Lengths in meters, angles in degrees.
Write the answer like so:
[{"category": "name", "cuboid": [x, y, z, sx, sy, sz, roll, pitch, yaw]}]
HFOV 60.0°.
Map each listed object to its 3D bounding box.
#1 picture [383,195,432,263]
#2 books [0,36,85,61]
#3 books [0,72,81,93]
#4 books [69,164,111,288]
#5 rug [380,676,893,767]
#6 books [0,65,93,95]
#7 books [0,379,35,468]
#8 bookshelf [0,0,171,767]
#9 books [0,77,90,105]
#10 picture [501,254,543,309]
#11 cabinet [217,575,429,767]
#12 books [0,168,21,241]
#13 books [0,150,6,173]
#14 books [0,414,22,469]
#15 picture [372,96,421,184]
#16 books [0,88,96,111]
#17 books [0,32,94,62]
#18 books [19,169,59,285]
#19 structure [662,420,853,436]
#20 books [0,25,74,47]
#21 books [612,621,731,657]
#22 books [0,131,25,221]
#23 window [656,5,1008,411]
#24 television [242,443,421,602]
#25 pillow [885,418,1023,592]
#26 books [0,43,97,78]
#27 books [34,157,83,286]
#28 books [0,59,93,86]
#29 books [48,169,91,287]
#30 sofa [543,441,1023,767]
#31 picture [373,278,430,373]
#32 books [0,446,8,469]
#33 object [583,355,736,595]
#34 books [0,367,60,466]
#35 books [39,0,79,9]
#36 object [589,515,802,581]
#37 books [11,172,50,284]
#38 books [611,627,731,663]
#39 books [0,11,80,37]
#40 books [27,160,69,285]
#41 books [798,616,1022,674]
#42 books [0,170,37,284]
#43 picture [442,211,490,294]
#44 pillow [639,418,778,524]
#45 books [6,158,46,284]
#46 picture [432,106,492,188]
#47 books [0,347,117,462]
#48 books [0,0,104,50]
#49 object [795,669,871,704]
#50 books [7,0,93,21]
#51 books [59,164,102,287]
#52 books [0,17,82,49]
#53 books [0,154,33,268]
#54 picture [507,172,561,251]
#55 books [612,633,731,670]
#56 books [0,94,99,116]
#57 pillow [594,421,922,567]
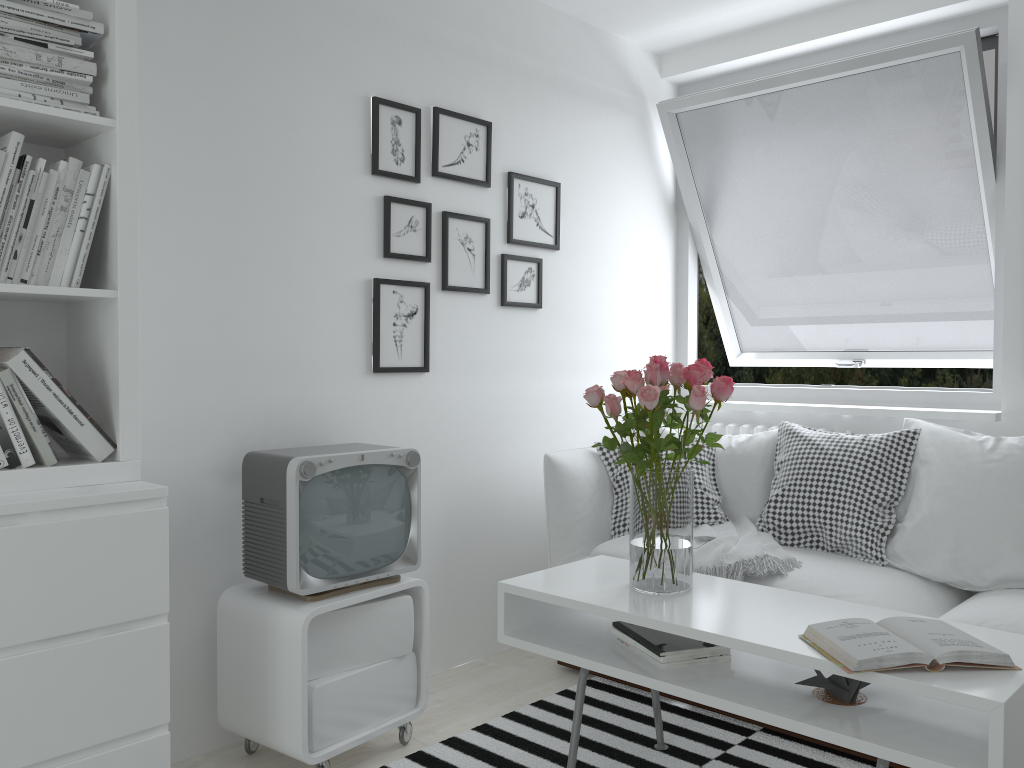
[{"category": "picture", "cuboid": [-0.347, -0.514, 2.962, 0.018, 0.202, 0.196, 2, 2, 43]}, {"category": "books", "cuboid": [-1.089, -0.715, 1.916, 0.161, 0.012, 0.254, 1, 2, 38]}, {"category": "books", "cuboid": [-1.097, -0.645, 1.920, 0.161, 0.013, 0.254, 2, 2, 43]}, {"category": "books", "cuboid": [-0.992, -0.351, 2.021, 0.182, 0.282, 0.090, 2, 2, 43]}, {"category": "rug", "cuboid": [0.042, 1.060, 1.461, 1.846, 0.004, 4.362, 2, 2, 43]}, {"category": "books", "cuboid": [-1.103, -0.659, 1.936, 0.182, 0.016, 0.288, 1, 2, 38]}, {"category": "books", "cuboid": [-1.099, 0.067, 1.890, 0.161, 0.218, 0.101, 2, 2, 43]}, {"category": "bookshelf", "cuboid": [-1.450, -0.154, 1.483, 0.440, 2.416, 1.595, 2, 2, 43]}, {"category": "books", "cuboid": [-1.089, -0.627, 1.926, 0.273, 0.021, 0.174, -1, 2, -42]}, {"category": "picture", "cuboid": [0.039, -0.389, 3.378, 0.017, 0.194, 0.218, 2, 2, 43]}, {"category": "cabinet", "cuboid": [-0.518, 0.792, 2.483, 0.350, 0.477, 0.467, 1, 2, 37]}, {"category": "books", "cuboid": [-1.121, -0.331, 1.902, 0.161, 0.248, 0.078, 2, 2, 43]}, {"category": "books", "cuboid": [-1.138, -0.346, 1.869, 0.159, 0.278, 0.085, 2, 2, 43]}, {"category": "books", "cuboid": [-1.116, 0.061, 1.865, 0.152, 0.232, 0.104, 2, 2, 43]}, {"category": "picture", "cuboid": [-0.379, -0.799, 2.919, 0.018, 0.248, 0.196, 2, 2, 43]}, {"category": "books", "cuboid": [-1.091, -0.608, 1.931, 0.182, 0.016, 0.288, 2, 2, 43]}, {"category": "books", "cuboid": [-1.085, -0.728, 1.928, 0.285, 0.012, 0.159, -1, 2, -42]}, {"category": "books", "cuboid": [-1.074, -0.337, 1.955, 0.167, 0.258, 0.085, 2, 2, 43]}, {"category": "structure", "cuboid": [1.309, 0.502, 3.434, 1.655, 0.660, 0.206, 2, 2, 43]}, {"category": "books", "cuboid": [-1.095, -0.740, 1.907, 0.256, 0.013, 0.161, -1, 2, -37]}, {"category": "books", "cuboid": [0.401, 0.629, 2.227, 0.207, 0.012, 0.257, 0, 2, -19]}, {"category": "books", "cuboid": [-1.127, -0.368, 1.895, 0.176, 0.325, 0.109, 2, 2, 43]}, {"category": "window", "cuboid": [0.877, -0.605, 6.785, 12.055, 8.137, 4.514, 2, 2, 43]}, {"category": "television", "cuboid": [-0.488, 0.368, 2.450, 0.273, 0.374, 0.414, 2, 2, 43]}, {"category": "pillow", "cuboid": [1.453, 0.380, 2.763, 0.599, 0.505, 0.391, 2, 2, 43]}, {"category": "books", "cuboid": [-1.087, -0.695, 1.928, 0.296, 0.028, 0.180, -1, 2, -42]}, {"category": "books", "cuboid": [-1.053, -0.355, 1.996, 0.180, 0.293, 0.103, 2, 2, 43]}, {"category": "books", "cuboid": [-1.094, -0.675, 1.942, 0.288, 0.016, 0.182, -1, 2, -37]}, {"category": "books", "cuboid": [-1.035, -0.344, 2.009, 0.174, 0.269, 0.091, 2, 2, 43]}, {"category": "sofa", "cuboid": [1.326, 0.648, 2.643, 2.647, 0.768, 0.917, 2, 2, 43]}, {"category": "picture", "cuboid": [-0.365, -0.191, 2.950, 0.019, 0.306, 0.232, 2, 2, 43]}, {"category": "books", "cuboid": [-1.136, 0.059, 1.840, 0.172, 0.235, 0.112, 2, 2, 43]}, {"category": "object", "cuboid": [0.370, 0.226, 2.252, 0.327, 0.599, 0.350, -1, 2, -27]}, {"category": "books", "cuboid": [-1.068, 0.069, 1.914, 0.161, 0.213, 0.118, 2, 2, 43]}, {"category": "books", "cuboid": [-1.093, -0.820, 1.911, 0.254, 0.012, 0.161, -1, 2, -42]}, {"category": "object", "cuboid": [0.741, 0.622, 3.038, 0.670, 0.291, 0.831, 2, 2, 42]}, {"category": "books", "cuboid": [-1.079, -0.332, 1.937, 0.161, 0.248, 0.077, 2, 2, 43]}, {"category": "books", "cuboid": [0.394, 0.642, 2.227, 0.191, 0.014, 0.254, 0, 2, -22]}, {"category": "books", "cuboid": [-1.097, -0.769, 1.917, 0.161, 0.013, 0.254, 2, 2, 43]}, {"category": "books", "cuboid": [-1.070, -0.349, 1.980, 0.182, 0.282, 0.090, 2, 2, 43]}, {"category": "books", "cuboid": [0.787, 0.520, 1.780, 0.342, 0.040, 0.231, 0, 2, -5]}, {"category": "books", "cuboid": [-1.094, -0.332, 1.917, 0.161, 0.249, 0.078, 2, 2, 43]}, {"category": "picture", "cuboid": [-0.162, -0.464, 3.161, 0.018, 0.274, 0.225, 2, 2, 43]}, {"category": "pillow", "cuboid": [0.779, 0.371, 3.429, 0.617, 0.491, 0.321, 1, 2, 17]}, {"category": "books", "cuboid": [-1.089, -0.347, 1.935, 0.159, 0.278, 0.085, 2, 2, 43]}, {"category": "picture", "cuboid": [-0.174, -0.832, 3.134, 0.021, 0.236, 0.275, 2, 2, 43]}, {"category": "books", "cuboid": [-1.025, 0.047, 1.966, 0.176, 0.255, 0.226, 2, 2, 43]}, {"category": "books", "cuboid": [-1.087, -0.788, 1.925, 0.331, 0.025, 0.176, -1, 2, -42]}, {"category": "object", "cuboid": [0.704, 0.629, 1.919, 0.194, 0.088, 0.186, 1, 2, 32]}, {"category": "books", "cuboid": [-1.078, -0.807, 1.919, 0.285, 0.012, 0.159, -1, 2, -37]}, {"category": "books", "cuboid": [-1.016, -0.352, 2.020, 0.182, 0.282, 0.090, 2, 2, 43]}, {"category": "books", "cuboid": [-1.100, -0.755, 1.917, 0.167, 0.017, 0.263, 2, 2, 43]}, {"category": "books", "cuboid": [-1.120, -0.348, 1.925, 0.182, 0.282, 0.090, 2, 2, 43]}, {"category": "picture", "cuboid": [0.088, -0.662, 3.421, 0.019, 0.266, 0.290, 2, 2, 43]}, {"category": "books", "cuboid": [0.394, 0.656, 2.223, 0.191, 0.014, 0.259, 0, 2, -20]}, {"category": "books", "cuboid": [-1.076, -0.592, 1.924, 0.288, 0.016, 0.182, -1, 2, -42]}, {"category": "pillow", "cuboid": [1.354, 0.384, 2.665, 0.676, 0.513, 2.488, -1, 2, -45]}]
